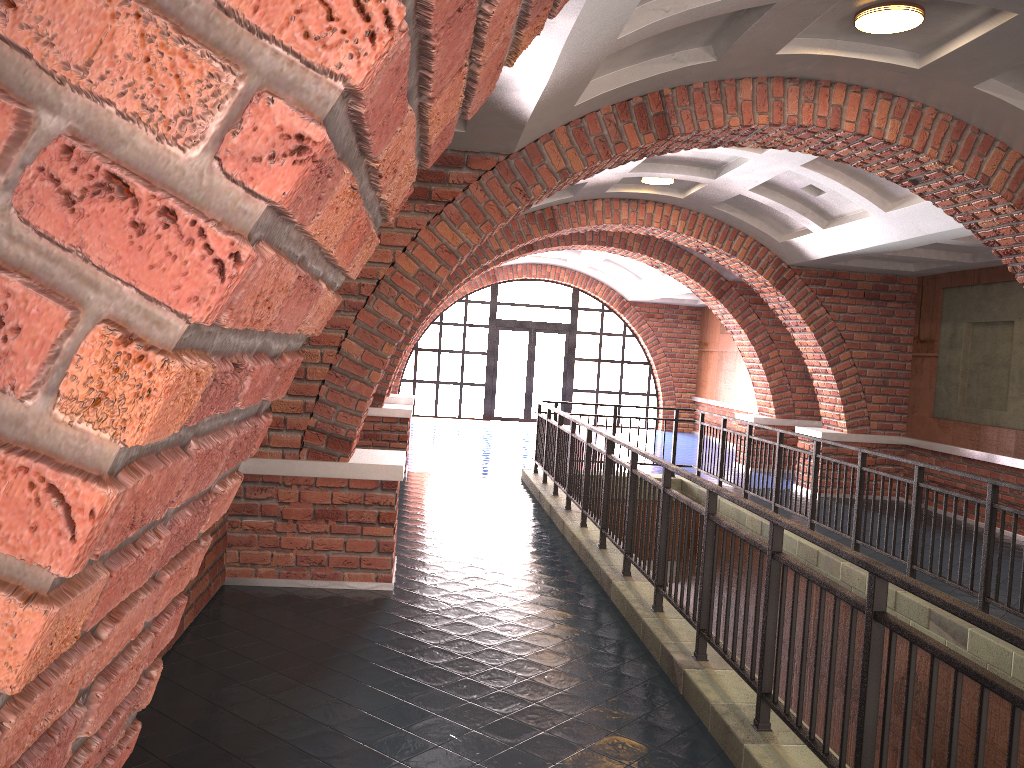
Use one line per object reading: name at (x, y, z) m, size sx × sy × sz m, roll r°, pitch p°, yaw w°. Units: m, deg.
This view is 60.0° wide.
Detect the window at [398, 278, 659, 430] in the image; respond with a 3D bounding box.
window at (0.515, -0.767, 20.987) m, size 6.353 × 3.471 × 0.100 m, roll 3°, pitch 2°, yaw -6°

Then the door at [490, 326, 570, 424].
door at (0.426, -0.204, 21.009) m, size 1.754 × 2.236 × 0.040 m, roll 3°, pitch 2°, yaw -6°

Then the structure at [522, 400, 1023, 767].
structure at (1.773, 3.336, 6.669) m, size 2.464 × 5.665 × 11.177 m, roll 3°, pitch 2°, yaw -6°
